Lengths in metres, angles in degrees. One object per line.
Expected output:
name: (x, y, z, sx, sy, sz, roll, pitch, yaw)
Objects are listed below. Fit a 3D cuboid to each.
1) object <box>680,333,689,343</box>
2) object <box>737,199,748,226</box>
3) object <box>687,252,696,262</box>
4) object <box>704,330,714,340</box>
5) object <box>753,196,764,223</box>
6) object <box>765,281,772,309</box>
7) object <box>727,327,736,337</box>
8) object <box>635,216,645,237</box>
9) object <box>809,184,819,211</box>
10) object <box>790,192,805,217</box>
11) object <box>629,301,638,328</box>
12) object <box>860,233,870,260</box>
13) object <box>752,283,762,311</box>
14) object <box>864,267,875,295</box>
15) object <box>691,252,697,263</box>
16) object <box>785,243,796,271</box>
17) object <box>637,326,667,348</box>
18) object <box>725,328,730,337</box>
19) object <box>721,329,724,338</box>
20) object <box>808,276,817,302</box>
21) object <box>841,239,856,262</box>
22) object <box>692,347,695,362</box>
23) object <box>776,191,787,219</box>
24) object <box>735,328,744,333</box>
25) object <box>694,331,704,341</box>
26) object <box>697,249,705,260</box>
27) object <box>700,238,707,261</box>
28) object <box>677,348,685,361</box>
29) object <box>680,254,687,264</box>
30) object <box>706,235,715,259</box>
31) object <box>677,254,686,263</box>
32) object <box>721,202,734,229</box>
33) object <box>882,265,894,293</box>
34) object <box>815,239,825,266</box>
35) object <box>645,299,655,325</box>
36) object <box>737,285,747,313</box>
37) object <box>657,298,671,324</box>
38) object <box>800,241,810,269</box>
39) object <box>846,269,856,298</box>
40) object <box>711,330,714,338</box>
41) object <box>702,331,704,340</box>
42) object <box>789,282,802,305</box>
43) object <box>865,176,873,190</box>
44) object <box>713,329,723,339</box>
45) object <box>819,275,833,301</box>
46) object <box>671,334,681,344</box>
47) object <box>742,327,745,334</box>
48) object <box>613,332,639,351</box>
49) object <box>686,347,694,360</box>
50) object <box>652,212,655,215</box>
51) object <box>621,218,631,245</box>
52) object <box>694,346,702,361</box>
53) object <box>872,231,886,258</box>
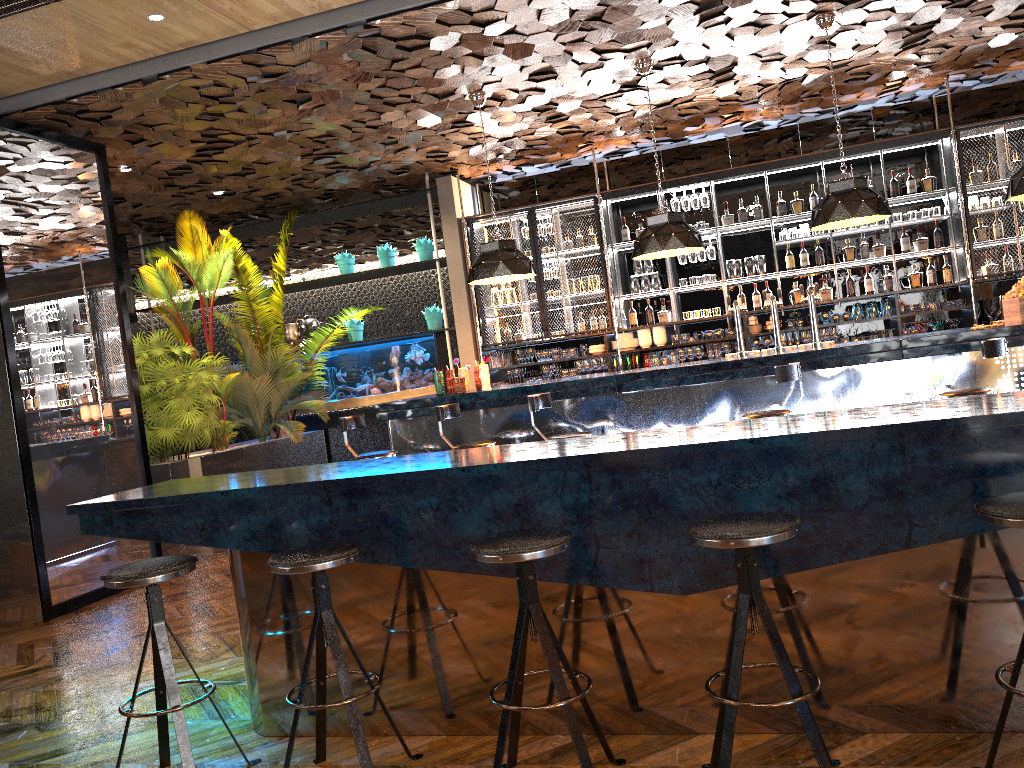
object: (1.862, -0.494, 9.596, 0.100, 0.100, 0.089, -8, 1, -37)
object: (2.464, -1.840, 9.501, 0.083, 0.282, 0.083, -7, 1, 2)
object: (1.937, -1.448, 9.583, 0.092, 0.244, 0.092, -8, 1, -23)
object: (2.114, -0.527, 9.521, 0.093, 0.099, 0.093, -7, 1, 33)
object: (2.622, -1.860, 9.453, 0.083, 0.282, 0.083, -7, 1, 32)
object: (2.738, -0.948, 9.481, 0.086, 0.298, 0.086, -8, 1, -25)
object: (2.329, -0.551, 9.397, 0.095, 0.096, 0.095, -8, 1, -9)
object: (1.425, -1.714, 9.798, 0.123, 0.279, 0.123, -7, 1, 5)
object: (3.167, -1.943, 9.303, 0.086, 0.298, 0.086, -8, 1, -25)
object: (3.003, -1.896, 9.339, 0.151, 0.248, 0.094, -7, 1, 20)
object: (1.348, -0.773, 9.896, 0.086, 0.299, 0.086, -8, 1, -25)
object: (3.646, -1.420, 9.179, 0.083, 0.282, 0.083, -7, 1, 17)
object: (2.632, -0.936, 9.537, 0.086, 0.298, 0.086, -8, 1, -25)
object: (3.697, -1.069, 9.193, 0.086, 0.298, 0.086, -8, 1, -25)
object: (1.983, -1.458, 9.741, 0.092, 0.244, 0.092, -8, 1, -23)
object: (2.943, -1.339, 9.396, 0.086, 0.299, 0.086, -8, 1, -25)
object: (1.536, -0.513, 9.717, 0.309, 0.216, 0.149, -7, 1, 14)
object: (2.334, -0.554, 9.504, 0.095, 0.096, 0.095, -7, 1, 17)
object: (2.256, -0.548, 9.643, 0.093, 0.099, 0.093, -7, 1, 4)
object: (3.161, -0.993, 9.347, 0.083, 0.282, 0.083, -7, 1, 17)
object: (3.502, -1.384, 9.223, 0.151, 0.248, 0.094, -7, 1, 6)
object: (1.956, -0.295, 9.655, 0.084, 0.216, 0.084, -7, 1, 9)
object: (2.848, -1.895, 9.385, 0.083, 0.282, 0.083, -7, 1, 2)
object: (2.417, -0.563, 9.446, 0.095, 0.096, 0.095, -6, 2, 41)
object: (2.014, -0.514, 9.555, 0.109, 0.100, 0.109, -7, 1, 0)
object: (2.031, -1.460, 9.555, 0.092, 0.244, 0.092, -8, 1, -23)
object: (2.077, -1.469, 9.713, 0.092, 0.244, 0.092, -8, 1, -23)
object: (1.828, -0.276, 9.558, 0.084, 0.216, 0.084, -7, 1, 5)
object: (1.878, -1.444, 9.772, 0.092, 0.244, 0.092, -8, 1, -23)
object: (2.130, -1.472, 9.525, 0.092, 0.244, 0.092, -8, 1, -23)
object: (1.832, -1.435, 9.614, 0.092, 0.244, 0.092, -8, 1, -23)
object: (2.315, -1.819, 9.547, 0.123, 0.279, 0.123, -7, 1, 5)
object: (3.870, -1.082, 9.134, 0.083, 0.282, 0.083, -7, 1, 2)
object: (3.225, -1.375, 9.309, 0.086, 0.297, 0.086, -8, 1, -25)
object: (1.521, -0.795, 9.812, 0.086, 0.297, 0.086, -8, 2, -40)
object: (2.475, -0.915, 9.558, 0.086, 0.299, 0.086, -8, 1, -25)
object: (1.675, -0.804, 9.778, 0.123, 0.279, 0.123, -7, 1, 30)
object: (3.089, -1.359, 9.379, 0.086, 0.298, 0.086, -8, 1, -25)
object: (3.516, -1.045, 9.213, 0.086, 0.297, 0.086, -8, 2, -40)
object: (2.145, -0.533, 9.624, 0.093, 0.099, 0.093, -7, 1, 4)
object: (2.058, -0.523, 9.707, 0.109, 0.100, 0.109, -7, 1, 0)
object: (3.016, -0.957, 9.391, 0.151, 0.248, 0.094, -7, 1, 6)
object: (3.675, -1.999, 9.137, 0.083, 0.282, 0.083, -7, 1, 17)
object: (2.197, -0.536, 9.447, 0.093, 0.099, 0.093, -7, 1, 36)
object: (3.289, -1.006, 9.294, 0.123, 0.279, 0.123, -7, 1, 30)
object: (1.769, -0.482, 9.566, 0.100, 0.100, 0.089, -7, 1, 21)
object: (2.452, -0.570, 9.546, 0.095, 0.096, 0.095, -8, 1, -33)
object: (1.253, -0.468, 9.837, 0.306, 0.195, 0.300, -7, 1, 18)
object: (1.917, -0.287, 9.530, 0.084, 0.216, 0.084, -7, 1, 32)
object: (1.575, -1.745, 9.770, 0.086, 0.299, 0.086, -8, 1, -25)
object: (1.266, -1.706, 9.892, 0.086, 0.298, 0.086, -8, 1, -25)
object: (2.003, -0.298, 9.504, 0.084, 0.216, 0.084, -8, 1, -31)
object: (3.775, -1.433, 9.127, 0.123, 0.279, 0.123, -7, 1, 30)
